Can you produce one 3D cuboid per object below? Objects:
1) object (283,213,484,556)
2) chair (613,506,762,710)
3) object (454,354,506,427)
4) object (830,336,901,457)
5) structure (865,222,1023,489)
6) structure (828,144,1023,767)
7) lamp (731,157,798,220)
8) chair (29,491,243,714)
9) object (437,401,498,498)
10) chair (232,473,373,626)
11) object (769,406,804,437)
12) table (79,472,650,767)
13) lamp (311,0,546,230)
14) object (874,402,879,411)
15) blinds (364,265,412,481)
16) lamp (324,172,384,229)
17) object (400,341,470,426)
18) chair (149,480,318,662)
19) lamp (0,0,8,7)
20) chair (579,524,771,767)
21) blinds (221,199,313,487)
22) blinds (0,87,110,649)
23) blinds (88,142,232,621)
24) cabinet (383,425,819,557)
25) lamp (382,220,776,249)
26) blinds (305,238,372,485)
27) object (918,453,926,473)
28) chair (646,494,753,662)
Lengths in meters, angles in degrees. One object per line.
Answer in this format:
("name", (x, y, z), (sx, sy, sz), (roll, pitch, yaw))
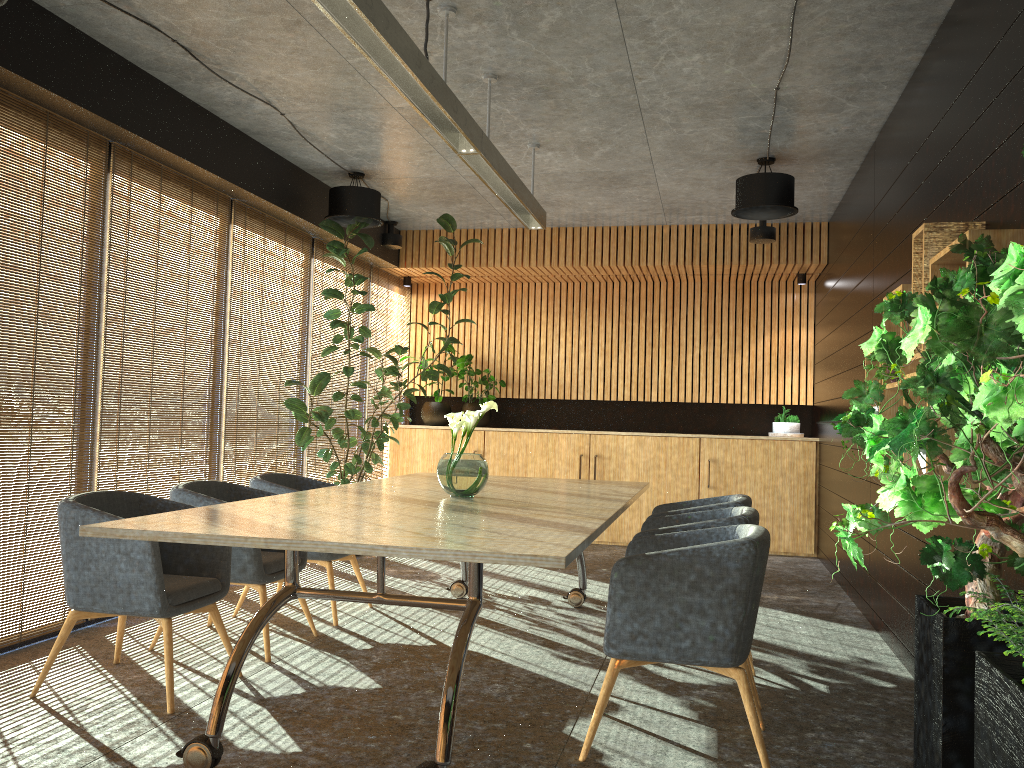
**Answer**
("object", (-1.472, 0.038, 8.565), (1.875, 3.266, 1.958), (4, -3, -39))
("chair", (0.920, 1.114, 4.694), (0.761, 0.944, 0.706), (1, -2, 13))
("object", (-0.464, 0.080, 10.697), (0.679, 0.880, 0.512), (1, -2, 16))
("object", (1.896, 0.071, 4.514), (0.401, 0.633, 0.445), (2, -2, -6))
("structure", (1.973, -0.113, 4.176), (0.242, 1.130, 2.172), (1, -2, 13))
("structure", (1.127, 0.479, 1.810), (0.952, 1.987, 2.081), (1, -2, 14))
("lamp", (2.008, -1.568, 7.040), (0.513, 0.497, 0.513), (0, -3, 42))
("chair", (-1.814, 1.020, 4.395), (0.761, 0.944, 0.706), (1, -2, 13))
("object", (-0.269, 0.362, 5.022), (0.295, 0.546, 0.322), (1, -3, 23))
("chair", (-1.417, 1.104, 6.147), (0.761, 0.944, 0.706), (1, -2, 13))
("object", (3.110, 0.427, 10.049), (0.384, 0.347, 0.384), (0, -3, 35))
("table", (-0.292, 1.096, 4.970), (1.816, 0.927, 3.932), (1, -2, 13))
("lamp", (-0.237, -1.628, 5.101), (0.151, 0.618, 4.009), (1, -2, 13))
("object", (2.111, 0.119, 4.974), (0.241, 0.318, 0.226), (2, -2, -12))
("blinds", (-1.464, 0.201, 10.613), (0.039, 3.038, 1.422), (1, -2, 13))
("lamp", (-1.383, -1.637, 7.810), (0.513, 0.497, 0.513), (2, -2, -16))
("object", (-0.959, -0.016, 10.829), (0.640, 1.054, 0.666), (3, -3, -36))
("chair", (-1.616, 1.062, 5.271), (0.761, 0.944, 0.706), (1, -2, 13))
("lamp", (-2.320, -1.838, 3.586), (0.513, 0.497, 0.513), (2, -2, 2))
("chair", (0.722, 1.072, 3.818), (0.761, 0.944, 0.706), (1, -2, 13))
("blinds", (-2.117, 0.063, 7.727), (0.039, 3.038, 1.422), (1, -2, 13))
("blinds", (-2.945, -0.167, 2.277), (1.388, 3.075, 6.486), (2, -2, -6))
("blinds", (-2.441, -0.005, 6.297), (0.039, 3.038, 1.422), (1, -2, 13))
("cabinet", (0.951, 1.188, 10.428), (4.954, 1.272, 1.006), (1, -2, 13))
("lamp", (0.587, -1.605, 9.268), (4.179, 0.294, 0.257), (1, -2, 13))
("blinds", (-1.788, 0.133, 9.183), (0.039, 3.038, 1.422), (1, -2, 13))
("object", (1.874, 0.255, 3.926), (0.226, 0.318, 0.241), (1, -2, 13))
("chair", (1.118, 1.156, 5.571), (0.761, 0.944, 0.706), (1, -2, 13))
